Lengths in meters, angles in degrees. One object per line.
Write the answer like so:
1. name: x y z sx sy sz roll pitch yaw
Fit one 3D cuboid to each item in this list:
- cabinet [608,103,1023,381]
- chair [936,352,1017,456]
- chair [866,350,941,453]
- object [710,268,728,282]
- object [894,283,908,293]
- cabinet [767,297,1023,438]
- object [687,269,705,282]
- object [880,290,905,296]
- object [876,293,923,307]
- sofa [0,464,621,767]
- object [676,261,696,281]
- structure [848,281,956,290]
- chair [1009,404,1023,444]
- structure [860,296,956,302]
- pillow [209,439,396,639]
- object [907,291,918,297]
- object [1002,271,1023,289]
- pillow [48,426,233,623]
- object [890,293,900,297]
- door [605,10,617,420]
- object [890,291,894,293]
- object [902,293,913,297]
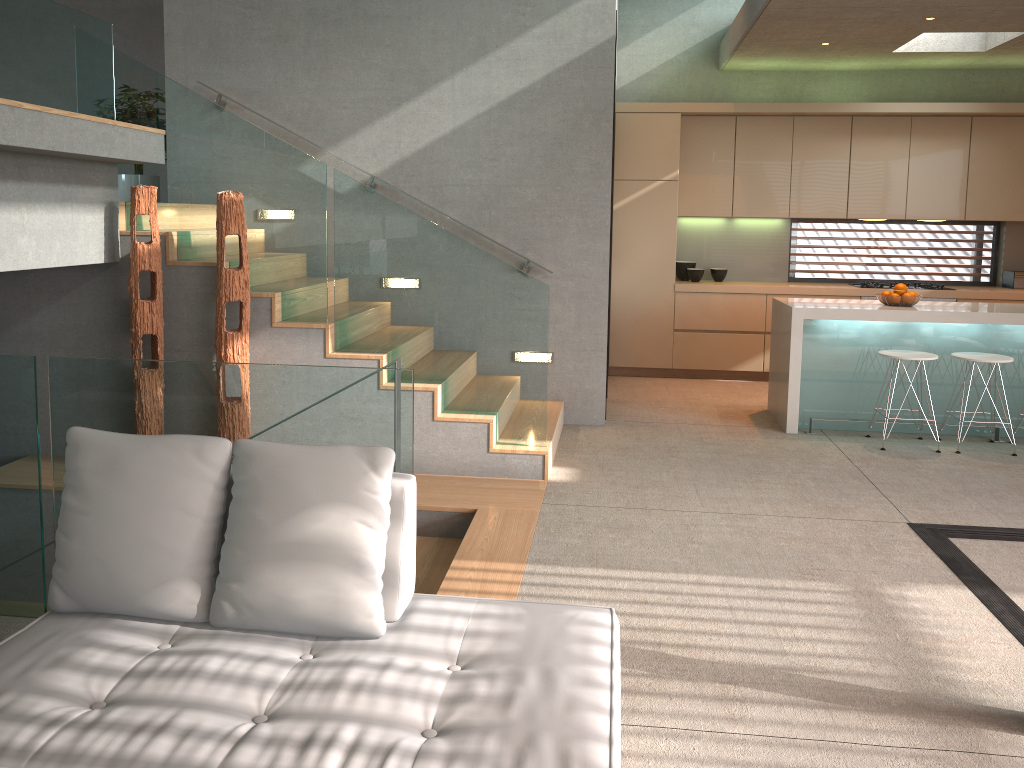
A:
1. cabinet: 4.602 -1.134 7.524 7.471 2.545 1.985 2 8 7
2. chair: 3.130 0.122 5.928 0.382 0.618 0.386 2 7 7
3. chair: 2.661 0.104 5.983 0.382 0.618 0.386 2 7 7
4. object: 2.031 -1.069 8.682 0.169 0.125 0.171 0 9 -7
5. object: 2.850 -0.692 6.482 0.095 0.093 0.095 5 9 26
6. cabinet: 4.047 -0.090 6.388 4.121 0.892 0.809 2 8 7
7. object: 1.781 -1.053 8.578 0.169 0.125 0.171 0 9 -7
8. object: 2.770 -0.634 6.446 0.097 0.099 0.175 -6 11 -38
9. object: 2.827 -0.616 6.462 0.315 0.081 0.319 2 10 7
10. sofa: -0.532 0.700 2.187 1.596 0.726 1.024 2 9 7
11. object: 1.709 -1.117 8.752 0.225 0.186 0.228 -2 9 -16
12. structure: 3.644 -0.903 8.294 0.839 0.090 0.469 2 11 7
13. chair: 3.606 0.139 5.873 0.382 0.618 0.386 2 7 7
14. structure: 3.608 -0.541 8.082 0.828 0.496 0.080 2 6 7
15. pillow: -0.561 0.416 2.410 0.492 0.479 0.268 2 7 7
16. object: 2.913 -0.630 6.441 0.094 0.093 0.095 0 8 -4
17. object: 4.911 -0.984 8.374 0.400 0.158 0.243 2 9 7
18. pillow: -1.038 0.387 2.468 0.492 0.493 0.240 2 7 7
19. object: 2.769 -0.616 6.394 0.081 0.080 0.081 7 10 35
20. door: 1.294 -0.068 4.500 15.334 4.435 5.833 -3 10 -21
21. object: 2.809 -0.646 6.544 0.087 0.086 0.087 -5 10 -33
22. object: 2.851 -0.615 6.374 0.086 0.086 0.088 0 8 -3
